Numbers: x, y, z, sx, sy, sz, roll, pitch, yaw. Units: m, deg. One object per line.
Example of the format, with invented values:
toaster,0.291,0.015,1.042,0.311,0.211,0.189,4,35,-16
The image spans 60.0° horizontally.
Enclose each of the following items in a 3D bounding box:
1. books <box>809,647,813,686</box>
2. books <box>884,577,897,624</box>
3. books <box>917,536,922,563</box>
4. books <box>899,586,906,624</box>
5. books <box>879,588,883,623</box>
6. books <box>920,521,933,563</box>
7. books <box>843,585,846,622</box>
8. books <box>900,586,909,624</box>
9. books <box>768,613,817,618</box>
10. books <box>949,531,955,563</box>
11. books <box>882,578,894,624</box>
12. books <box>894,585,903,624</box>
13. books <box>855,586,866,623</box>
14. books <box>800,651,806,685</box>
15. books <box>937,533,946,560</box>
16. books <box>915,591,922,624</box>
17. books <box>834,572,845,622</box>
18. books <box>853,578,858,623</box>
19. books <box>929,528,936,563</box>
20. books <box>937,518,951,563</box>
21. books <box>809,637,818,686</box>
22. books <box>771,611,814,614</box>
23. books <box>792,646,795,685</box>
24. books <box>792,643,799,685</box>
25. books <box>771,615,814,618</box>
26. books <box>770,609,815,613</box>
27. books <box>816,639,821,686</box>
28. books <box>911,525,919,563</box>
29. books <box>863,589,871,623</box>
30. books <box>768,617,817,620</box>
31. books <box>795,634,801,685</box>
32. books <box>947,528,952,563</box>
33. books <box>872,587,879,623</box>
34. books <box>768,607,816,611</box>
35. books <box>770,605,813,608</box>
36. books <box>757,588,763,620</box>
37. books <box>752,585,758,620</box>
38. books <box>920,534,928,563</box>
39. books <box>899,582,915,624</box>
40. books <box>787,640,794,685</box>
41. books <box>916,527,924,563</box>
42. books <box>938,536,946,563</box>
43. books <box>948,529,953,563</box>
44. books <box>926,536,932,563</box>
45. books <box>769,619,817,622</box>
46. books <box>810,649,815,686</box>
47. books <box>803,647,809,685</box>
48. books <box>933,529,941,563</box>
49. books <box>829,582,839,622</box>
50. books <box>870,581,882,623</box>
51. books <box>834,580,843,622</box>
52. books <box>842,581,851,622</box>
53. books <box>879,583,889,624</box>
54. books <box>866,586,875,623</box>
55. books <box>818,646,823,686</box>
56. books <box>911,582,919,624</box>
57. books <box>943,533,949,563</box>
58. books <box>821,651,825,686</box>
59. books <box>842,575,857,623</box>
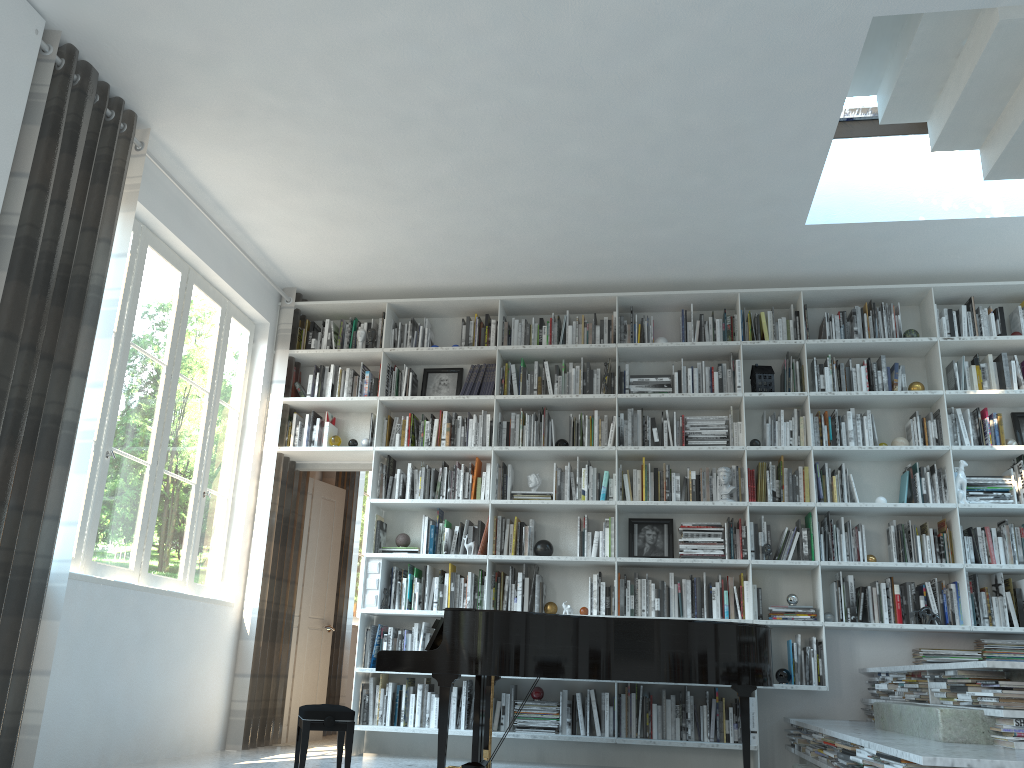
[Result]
books,1.819,1.732,5.442,0.012,0.225,0.149,-1,-18,9
books,2.372,1.364,5.553,0.012,0.292,0.175,-1,-18,9
books,2.556,1.065,5.615,0.018,0.181,0.182,-1,-18,9
books,2.422,1.395,5.553,0.025,0.237,0.157,-1,-18,9
books,2.301,1.405,5.573,0.012,0.220,0.153,-1,-18,9
books,2.629,1.023,5.627,0.006,0.273,0.173,-1,-18,9
books,2.084,1.399,5.611,0.015,0.239,0.153,-1,-18,9
books,2.446,1.394,5.557,0.021,0.242,0.131,-1,-18,9
books,1.761,1.457,5.578,0.285,0.012,0.160,-2,-19,12
books,2.768,1.051,5.615,0.009,0.223,0.146,-1,-18,9
books,2.364,1.375,5.575,0.012,0.284,0.160,-1,-18,9
books,2.393,1.388,5.545,0.031,0.243,0.185,-1,-18,9
books,2.184,1.399,5.584,0.065,0.230,0.162,-1,-18,9
books,1.782,1.746,5.452,0.013,0.201,0.139,-1,-18,9
books,2.710,1.059,5.616,0.016,0.204,0.142,-1,-18,9
books,2.516,1.406,5.533,0.022,0.210,0.136,-1,-18,9
books,2.070,1.355,5.601,0.010,0.315,0.187,-1,-18,9
books,2.147,1.376,5.591,0.010,0.276,0.174,-1,-18,9
books,2.639,1.044,5.617,0.018,0.228,0.182,-1,-18,9
books,2.734,1.011,5.610,0.007,0.294,0.162,-1,-18,9
books,1.846,1.701,5.437,0.021,0.284,0.173,-1,-18,9
books,1.762,1.447,5.586,0.254,0.012,0.161,-2,-19,14
books,1.724,1.735,5.466,0.012,0.228,0.130,-1,-18,9
books,1.735,1.721,5.450,0.014,0.245,0.177,-1,-18,9
books,1.761,1.469,5.577,0.254,0.012,0.161,-3,-19,15
books,1.760,1.432,5.580,0.254,0.012,0.161,-1,-18,9
books,1.867,1.714,5.453,0.015,0.270,0.158,-1,-18,9
books,2.540,1.033,5.629,0.018,0.250,0.184,-1,-18,9
books,2.222,1.405,5.576,0.011,0.216,0.176,-1,-18,9
books,1.761,1.482,5.576,0.285,0.012,0.160,-2,-19,14
books,1.762,1.701,5.472,0.032,0.299,0.149,-1,-18,9
books,2.749,1.045,5.625,0.019,0.240,0.134,-1,-18,9
books,2.269,1.401,5.576,0.024,0.227,0.160,-1,-18,9
books,1.763,1.423,5.592,0.285,0.012,0.160,-2,-19,13
books,1.761,1.410,5.589,0.254,0.012,0.161,-4,-19,18
books,1.582,1.421,5.690,0.030,0.209,0.137,-1,-18,9
books,1.554,1.412,5.695,0.027,0.228,0.141,-1,-18,9
books,2.599,1.062,5.620,0.015,0.194,0.176,-1,-18,9
books,2.467,1.380,5.541,0.026,0.261,0.174,-1,-18,9
books,1.715,1.715,5.464,0.005,0.263,0.163,-1,-18,9
books,2.580,1.045,5.650,0.030,0.243,0.136,-1,-18,9
books,2.690,1.062,5.589,0.016,0.180,0.190,-1,-18,9
books,2.762,1.049,5.626,0.007,0.234,0.132,-1,-18,9
books,2.614,1.066,5.612,0.019,0.182,0.191,-1,-18,9
books,1.759,1.492,5.567,0.285,0.012,0.160,-2,-19,12
books,1.828,1.733,5.422,0.011,0.211,0.179,-1,-18,9
books,1.798,1.728,5.429,0.026,0.224,0.175,-1,-18,9
books,2.676,1.047,5.624,0.021,0.231,0.156,-1,-18,9
books,2.038,1.391,5.614,0.012,0.253,0.161,-1,-18,9
books,2.288,1.381,5.577,0.014,0.267,0.172,-1,-18,9
books,2.052,1.381,5.594,0.023,0.261,0.187,-1,-18,9
books,2.099,1.383,5.587,0.023,0.255,0.178,-1,-18,9
books,2.317,1.385,5.559,0.025,0.251,0.182,-1,-18,9
books,2.244,1.400,5.585,0.029,0.234,0.143,-1,-18,9
books,1.878,1.727,5.432,0.013,0.232,0.149,-1,-18,9
books,2.493,1.381,5.543,0.026,0.262,0.170,-1,-18,9
books,2.723,1.057,5.604,0.013,0.203,0.159,-1,-18,9
books,1.892,1.744,5.437,0.012,0.205,0.161,-1,-18,9
books,2.126,1.365,5.588,0.030,0.293,0.189,-1,-18,9
